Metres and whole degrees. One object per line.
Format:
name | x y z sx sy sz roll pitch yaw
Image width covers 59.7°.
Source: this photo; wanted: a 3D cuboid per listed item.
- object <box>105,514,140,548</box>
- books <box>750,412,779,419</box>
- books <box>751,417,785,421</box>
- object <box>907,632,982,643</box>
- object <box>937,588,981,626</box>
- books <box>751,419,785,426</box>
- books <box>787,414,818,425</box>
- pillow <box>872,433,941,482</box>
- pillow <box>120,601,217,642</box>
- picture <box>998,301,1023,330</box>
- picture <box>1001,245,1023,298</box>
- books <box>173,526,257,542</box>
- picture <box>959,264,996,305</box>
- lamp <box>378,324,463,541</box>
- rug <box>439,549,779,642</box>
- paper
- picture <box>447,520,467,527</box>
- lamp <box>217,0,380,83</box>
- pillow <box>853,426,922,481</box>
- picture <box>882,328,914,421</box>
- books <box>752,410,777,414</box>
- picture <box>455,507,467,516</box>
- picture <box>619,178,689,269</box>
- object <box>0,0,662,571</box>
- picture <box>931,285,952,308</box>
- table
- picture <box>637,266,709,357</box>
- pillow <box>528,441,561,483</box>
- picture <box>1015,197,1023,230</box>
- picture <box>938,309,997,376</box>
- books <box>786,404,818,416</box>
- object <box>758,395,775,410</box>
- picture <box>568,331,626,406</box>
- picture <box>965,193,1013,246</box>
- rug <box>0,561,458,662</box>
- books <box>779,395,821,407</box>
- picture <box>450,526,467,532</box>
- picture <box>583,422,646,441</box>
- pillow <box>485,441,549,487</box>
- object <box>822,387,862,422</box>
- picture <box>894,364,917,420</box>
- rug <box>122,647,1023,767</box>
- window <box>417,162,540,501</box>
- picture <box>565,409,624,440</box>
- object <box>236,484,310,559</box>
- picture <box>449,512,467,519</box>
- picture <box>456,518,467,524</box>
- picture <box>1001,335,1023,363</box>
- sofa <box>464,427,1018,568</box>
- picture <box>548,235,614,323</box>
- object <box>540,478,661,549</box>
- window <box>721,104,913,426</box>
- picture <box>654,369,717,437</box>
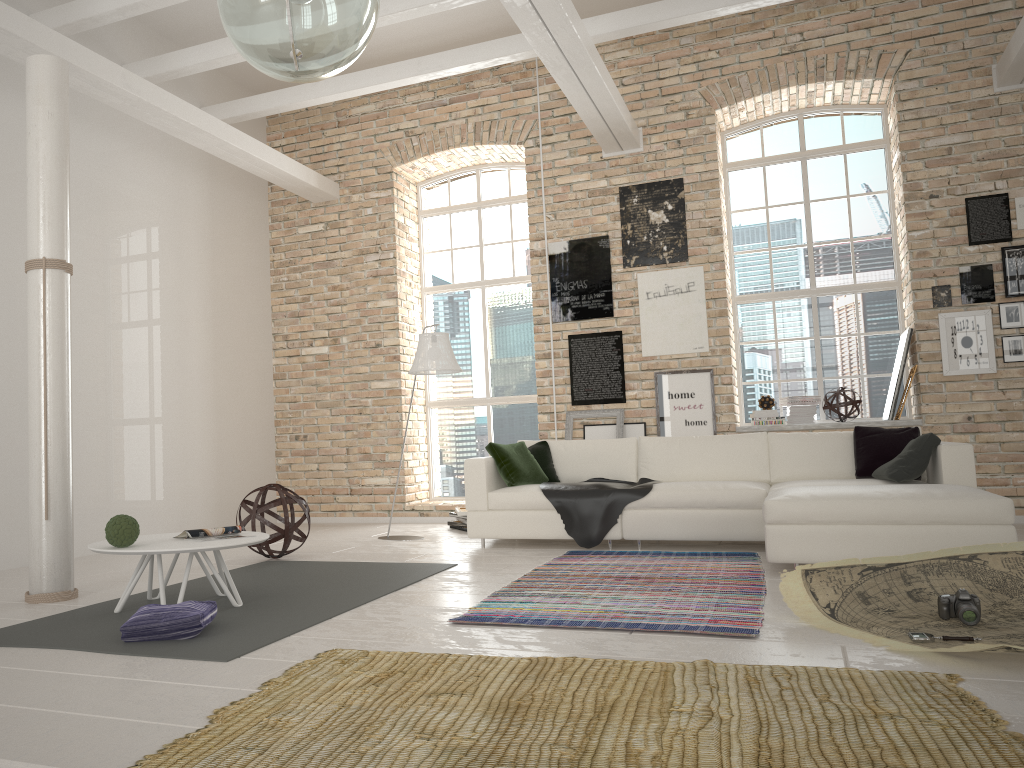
object | -1.895 0.716 4.334 0.160 0.164 0.164 -2 -4 -3
books | 2.246 0.282 7.954 0.208 0.041 0.190 -3 -4 7
books | 2.275 0.310 7.927 0.283 0.024 0.209 -3 -4 18
object | 1.569 0.920 3.227 0.237 0.019 0.093 -3 -4 18
object | 1.786 0.883 3.543 0.156 0.124 0.161 -4 -4 20
books | 2.274 0.346 7.925 0.289 0.048 0.209 -3 -4 18
books | 2.632 0.321 8.083 0.251 0.088 0.299 -4 -4 25
pillow | 2.548 0.472 5.770 0.351 0.305 0.404 -3 -4 10
pillow | -1.479 1.034 3.861 0.353 0.164 0.356 -2 -4 -4
picture | 3.983 -0.546 7.093 0.185 0.213 0.011 -4 -5 23
picture | 4.069 -0.900 7.067 0.307 0.410 0.010 -4 -5 23
books | -1.562 0.779 4.672 0.285 0.048 0.398 1 -5 -40
picture | 3.757 -0.806 7.202 0.241 0.306 0.014 -4 -5 23
lamp | -0.781 0.416 7.497 0.422 1.776 1.066 1 -5 -37
rug | 0.659 1.076 4.827 1.473 0.008 2.559 -3 -4 17
paper | 1.954 0.797 3.385 1.426 0.265 1.091 -1 -4 -14
picture | -0.114 1.277 8.280 0.736 0.048 0.623 0 -4 -33
lamp | -0.682 -1.716 2.792 0.535 1.600 0.469 -6 -5 35
pillow | 2.600 0.478 6.177 0.448 0.390 0.230 -4 -4 22
picture | 3.319 -0.067 7.668 0.257 0.764 0.560 -4 -4 18
books | 2.251 0.247 7.953 0.189 0.030 0.171 -3 -4 10
picture | -0.123 1.161 8.246 0.784 0.048 0.587 -2 -4 -1
picture | 1.315 -1.492 8.308 0.618 0.784 0.035 -4 -5 23
object | 0.760 -1.407 3.440 10.638 4.802 11.280 -4 -4 20
picture | 3.520 -0.718 7.301 0.142 0.179 0.008 -5 -5 27
table | -1.701 0.974 4.585 0.971 0.342 0.851 -5 -5 35
picture | 1.473 -0.660 8.175 0.620 0.785 0.035 -4 -5 23
pillow | 0.146 0.643 7.172 0.393 0.365 0.328 -1 -4 -23
picture | 4.120 -1.365 7.079 0.204 0.259 0.011 -4 -5 23
picture | 3.679 -0.333 7.207 0.385 0.514 0.012 -4 -5 23
books | 2.629 0.238 8.090 0.247 0.088 0.305 -3 -4 14
object | 2.283 0.169 7.996 0.134 0.137 0.152 1 -5 -42
picture | 0.806 -0.145 8.455 0.537 0.681 0.061 -4 -5 23
picture | 3.844 -1.327 7.191 0.311 0.394 0.017 -4 -5 23
rug | -1.409 1.151 4.843 1.504 0.042 2.592 -3 -4 17
books | 2.614 0.154 8.095 0.307 0.085 0.227 -2 -4 2
picture | -0.114 1.311 8.243 0.756 0.048 0.610 -1 -4 -18
picture | 0.953 0.650 8.262 0.605 0.569 0.139 -4 -5 23
pillow | 0.035 0.616 6.931 0.388 0.344 0.326 2 -6 -44
object | 2.848 0.179 7.698 0.315 0.308 0.297 -3 -4 12
picture | 3.312 0.081 7.501 0.181 0.460 0.345 -4 -4 18
rug | 0.193 0.928 2.449 2.288 0.021 1.476 -3 -4 16
window | -1.926 -0.855 4.537 1.498 3.658 10.893 -4 -4 18
picture | 0.758 0.529 8.284 0.572 0.583 0.269 -4 -4 22
object | -1.744 1.003 6.537 0.536 0.543 0.546 -2 -4 -4
picture | -0.113 1.199 8.269 0.751 0.048 0.612 -1 -4 -21
picture | -0.086 1.236 8.251 0.770 0.048 0.597 -2 -4 -9
picture | 3.995 -0.278 7.073 0.185 0.213 0.011 -4 -5 23
sofa | 1.224 0.755 6.032 3.445 0.842 2.064 -4 -4 22
picture | 0.657 -1.003 8.552 0.621 0.786 0.035 -4 -5 23
object | 0.666 0.945 6.623 0.937 0.464 0.740 -4 -4 19
window | 1.168 -1.391 3.234 1.498 2.990 10.893 -4 -4 18
picture | 1.573 0.253 8.083 0.545 0.757 0.011 -4 -5 23
